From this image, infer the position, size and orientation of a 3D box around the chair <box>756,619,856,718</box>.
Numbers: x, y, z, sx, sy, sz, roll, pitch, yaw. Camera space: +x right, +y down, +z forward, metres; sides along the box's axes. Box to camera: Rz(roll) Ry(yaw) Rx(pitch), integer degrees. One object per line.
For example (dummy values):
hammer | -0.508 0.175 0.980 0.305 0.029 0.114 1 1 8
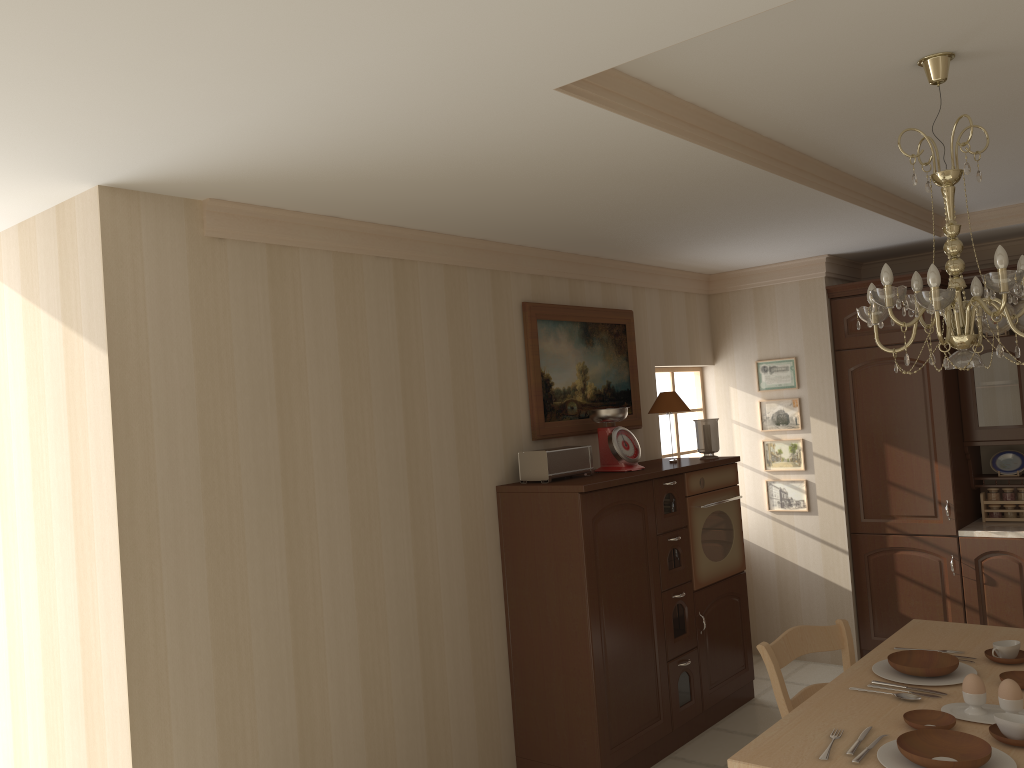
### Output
chair | 1.186 1.271 2.947 0.462 0.846 0.517 -3 -2 -33

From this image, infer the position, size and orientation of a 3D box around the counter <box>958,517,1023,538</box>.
counter | 3.114 0.756 3.697 2.603 0.034 2.422 -6 -3 40

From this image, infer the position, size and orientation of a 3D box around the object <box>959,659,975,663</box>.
object | 1.397 0.895 2.897 0.218 0.008 0.022 -6 -3 42

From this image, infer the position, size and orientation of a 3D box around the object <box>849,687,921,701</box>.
object | 1.089 0.906 2.597 0.047 0.011 0.219 -3 -3 -41

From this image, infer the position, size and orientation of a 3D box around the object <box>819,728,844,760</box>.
object | 0.816 0.918 2.263 0.028 0.004 0.218 -5 -2 30

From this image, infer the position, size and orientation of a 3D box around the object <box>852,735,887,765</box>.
object | 0.896 0.908 2.213 0.022 0.008 0.218 -6 -3 42

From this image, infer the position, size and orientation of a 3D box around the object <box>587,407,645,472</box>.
object | 0.521 0.283 4.528 0.263 0.317 0.218 -6 -3 44

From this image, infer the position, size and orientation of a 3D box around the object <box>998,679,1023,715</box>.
object | 1.318 0.831 2.343 0.058 0.104 0.058 -5 -2 19

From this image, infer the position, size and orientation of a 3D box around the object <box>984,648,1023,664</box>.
object | 1.574 0.869 2.820 0.127 0.026 0.126 -3 -2 -23

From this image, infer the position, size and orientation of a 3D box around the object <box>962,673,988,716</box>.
object | 1.255 0.838 2.407 0.058 0.104 0.058 -5 -2 19

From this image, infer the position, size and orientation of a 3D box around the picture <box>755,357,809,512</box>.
picture | 1.706 0.324 5.613 0.268 0.964 0.010 -6 -3 40

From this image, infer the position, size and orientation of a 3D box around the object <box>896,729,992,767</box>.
object | 1.024 0.875 2.102 0.204 0.042 0.204 -5 -2 10

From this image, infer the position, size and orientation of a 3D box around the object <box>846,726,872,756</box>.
object | 0.890 0.911 2.268 0.018 0.008 0.212 -6 -2 35

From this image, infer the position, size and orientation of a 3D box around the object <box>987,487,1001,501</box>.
object | 2.855 0.653 5.256 0.068 0.088 0.068 -3 -2 -34

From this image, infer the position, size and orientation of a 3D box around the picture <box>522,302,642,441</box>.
picture | 0.405 -0.075 4.744 0.036 0.687 0.990 -6 -3 40

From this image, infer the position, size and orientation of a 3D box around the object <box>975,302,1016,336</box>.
object | 2.845 -0.389 5.219 0.220 0.210 0.068 -6 -2 38

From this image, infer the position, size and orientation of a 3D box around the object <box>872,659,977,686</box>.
object | 1.284 0.897 2.767 0.299 0.009 0.299 -6 -2 38

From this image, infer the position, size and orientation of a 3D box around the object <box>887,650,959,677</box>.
object | 1.284 0.879 2.768 0.204 0.042 0.204 -6 -3 40

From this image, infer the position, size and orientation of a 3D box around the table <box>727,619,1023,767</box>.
table | 1.413 1.273 2.518 0.900 0.774 1.567 -6 -3 40

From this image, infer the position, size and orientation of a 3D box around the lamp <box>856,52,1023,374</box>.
lamp | 1.245 -0.527 2.526 0.501 0.982 0.502 -5 -2 10

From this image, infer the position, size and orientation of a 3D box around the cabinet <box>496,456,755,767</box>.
cabinet | 0.664 1.111 4.526 0.538 1.349 1.513 -6 -3 40

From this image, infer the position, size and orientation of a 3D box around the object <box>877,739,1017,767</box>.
object | 1.026 0.894 2.101 0.299 0.009 0.299 -5 -2 19

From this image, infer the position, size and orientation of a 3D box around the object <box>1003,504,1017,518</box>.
object | 2.925 0.747 5.207 0.068 0.088 0.068 -3 -2 -34

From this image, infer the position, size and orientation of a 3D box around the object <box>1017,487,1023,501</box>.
object | 2.981 0.641 5.165 0.068 0.088 0.068 -3 -2 -34

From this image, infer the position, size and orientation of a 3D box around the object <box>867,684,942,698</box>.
object | 1.153 0.904 2.609 0.022 0.004 0.216 -2 -3 -44

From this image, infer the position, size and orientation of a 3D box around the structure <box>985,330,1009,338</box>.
structure | 2.849 -0.339 5.213 0.110 0.126 0.080 -6 -3 40

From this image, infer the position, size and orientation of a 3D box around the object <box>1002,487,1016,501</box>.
object | 2.918 0.647 5.210 0.068 0.088 0.068 -3 -2 -34

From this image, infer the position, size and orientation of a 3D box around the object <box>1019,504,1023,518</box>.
object | 2.989 0.741 5.162 0.068 0.088 0.068 -3 -2 -34

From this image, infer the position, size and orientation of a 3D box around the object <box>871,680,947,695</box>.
object | 1.179 0.902 2.633 0.023 0.008 0.221 -2 -3 -45

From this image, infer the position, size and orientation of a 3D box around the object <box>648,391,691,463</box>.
object | 0.871 0.236 4.871 0.235 0.388 0.237 -3 -2 -38

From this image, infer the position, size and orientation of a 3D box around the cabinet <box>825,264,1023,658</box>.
cabinet | 2.866 0.443 3.911 3.226 2.313 2.436 -6 -3 40

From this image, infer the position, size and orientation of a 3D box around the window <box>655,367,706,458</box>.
window | 1.053 0.443 5.672 0.050 1.100 0.765 -6 -3 40

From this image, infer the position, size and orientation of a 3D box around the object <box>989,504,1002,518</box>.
object | 2.862 0.754 5.253 0.068 0.088 0.068 -3 -2 -34

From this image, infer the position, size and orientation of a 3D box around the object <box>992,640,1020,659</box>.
object | 1.567 0.853 2.817 0.119 0.055 0.063 -3 -2 -21

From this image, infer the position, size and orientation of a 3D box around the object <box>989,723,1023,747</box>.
object | 1.252 0.872 2.194 0.126 0.026 0.127 -5 -2 31

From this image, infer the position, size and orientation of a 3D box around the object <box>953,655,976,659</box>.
object | 1.419 0.894 2.928 0.212 0.008 0.018 -6 -3 40

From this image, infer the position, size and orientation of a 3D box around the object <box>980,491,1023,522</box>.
object | 2.923 0.720 5.210 0.276 0.170 0.140 -6 -2 36

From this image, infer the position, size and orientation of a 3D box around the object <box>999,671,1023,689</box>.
object | 1.493 0.867 2.583 0.126 0.026 0.127 -4 -2 5

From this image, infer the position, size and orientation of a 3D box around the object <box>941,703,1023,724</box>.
object | 1.283 0.885 2.373 0.245 0.005 0.157 -6 -2 37

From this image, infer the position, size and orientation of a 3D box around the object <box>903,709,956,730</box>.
object | 1.096 0.888 2.326 0.126 0.026 0.127 -5 -2 31

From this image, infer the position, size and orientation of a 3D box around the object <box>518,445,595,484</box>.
object | 0.221 0.383 4.257 0.192 0.150 0.360 -6 -3 40

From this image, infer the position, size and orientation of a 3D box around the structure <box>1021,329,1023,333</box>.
structure | 3.036 -0.356 5.127 0.154 0.126 0.080 -6 -3 40

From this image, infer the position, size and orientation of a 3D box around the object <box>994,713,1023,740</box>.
object | 1.256 0.855 2.189 0.063 0.055 0.119 -3 -2 -36

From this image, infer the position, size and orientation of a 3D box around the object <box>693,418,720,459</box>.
object | 1.095 0.307 4.963 0.144 0.220 0.144 -5 -2 23

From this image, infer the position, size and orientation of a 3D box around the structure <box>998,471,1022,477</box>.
structure | 2.937 0.480 5.239 0.110 0.126 0.080 -6 -3 40

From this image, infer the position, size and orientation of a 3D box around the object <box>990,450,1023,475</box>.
object | 2.937 0.463 5.244 0.202 0.143 0.071 -6 -2 38

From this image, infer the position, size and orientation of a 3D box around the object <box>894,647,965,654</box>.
object | 1.406 0.899 2.992 0.218 0.004 0.028 -5 -2 30

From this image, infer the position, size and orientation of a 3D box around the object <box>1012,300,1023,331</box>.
object | 3.037 -0.404 5.131 0.342 0.209 0.073 -6 -3 41
